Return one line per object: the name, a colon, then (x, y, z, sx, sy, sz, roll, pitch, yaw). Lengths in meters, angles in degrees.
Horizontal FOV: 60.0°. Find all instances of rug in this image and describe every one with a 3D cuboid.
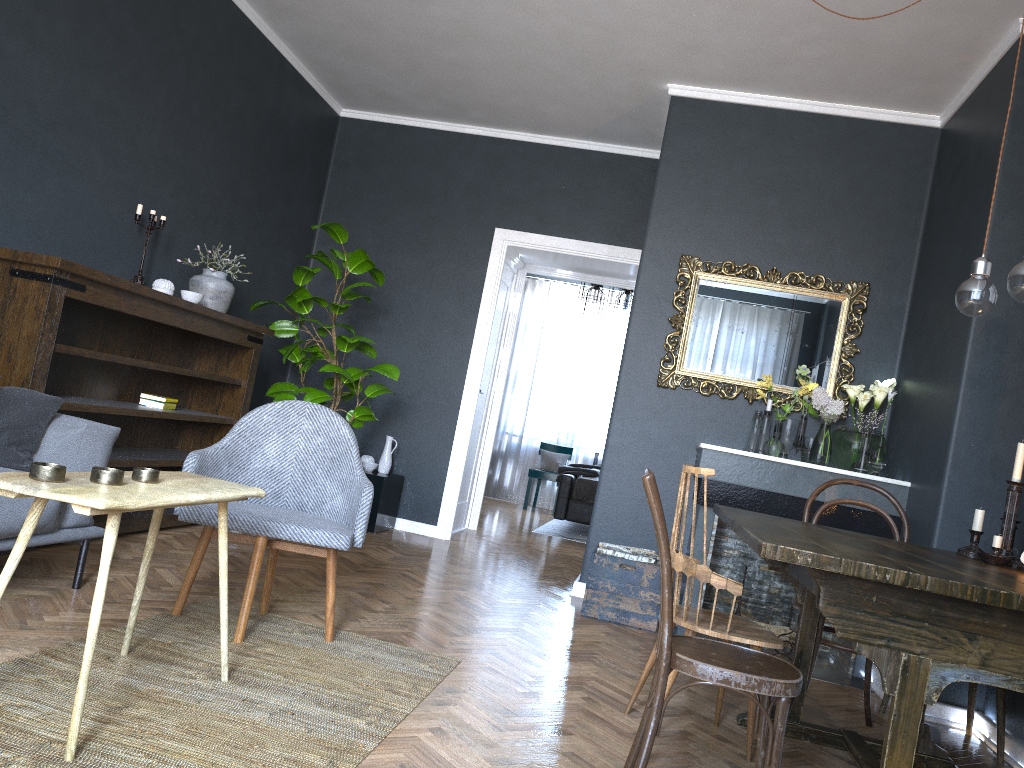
rug: (-0.829, 0.825, 2.301, 1.003, 0.013, 2.013, 10, -3, 10)
rug: (1.046, 1.546, 8.844, 1.457, 0.013, 2.047, 10, -3, 10)

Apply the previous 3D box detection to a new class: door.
door: (-0.259, 0.070, 6.893, 0.162, 2.185, 0.858, 11, -2, 10)

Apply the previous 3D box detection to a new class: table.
table: (1.105, 0.838, 2.444, 1.125, 0.727, 1.606, 10, -3, 10)
table: (1.679, 1.214, 3.442, 0.364, 0.317, 0.370, 10, -3, 10)
table: (-0.966, 0.515, 2.208, 0.339, 0.549, 0.788, 11, -3, 10)

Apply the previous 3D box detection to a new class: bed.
bed: (1.659, 1.071, 8.809, 2.374, 1.161, 2.268, 10, -3, 10)

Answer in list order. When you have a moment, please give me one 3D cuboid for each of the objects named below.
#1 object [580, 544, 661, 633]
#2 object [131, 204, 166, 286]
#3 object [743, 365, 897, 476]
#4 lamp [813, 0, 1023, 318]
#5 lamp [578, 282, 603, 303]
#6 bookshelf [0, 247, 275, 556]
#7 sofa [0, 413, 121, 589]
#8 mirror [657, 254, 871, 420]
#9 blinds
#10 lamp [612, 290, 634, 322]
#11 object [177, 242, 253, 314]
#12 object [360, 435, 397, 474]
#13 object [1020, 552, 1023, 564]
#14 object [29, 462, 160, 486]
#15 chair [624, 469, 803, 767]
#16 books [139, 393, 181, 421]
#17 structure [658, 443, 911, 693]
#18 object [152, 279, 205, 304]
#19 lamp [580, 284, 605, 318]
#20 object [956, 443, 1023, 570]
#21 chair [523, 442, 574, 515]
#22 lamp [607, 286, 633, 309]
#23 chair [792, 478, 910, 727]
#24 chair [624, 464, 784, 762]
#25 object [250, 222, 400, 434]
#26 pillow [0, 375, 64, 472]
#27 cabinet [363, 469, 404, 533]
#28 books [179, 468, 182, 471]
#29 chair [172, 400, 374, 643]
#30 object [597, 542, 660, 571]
object: (0.603, 1.066, 4.708, 0.383, 0.326, 0.553, 10, -3, 10)
object: (-1.852, -0.673, 4.434, 0.130, 0.437, 0.145, 13, -3, -44)
object: (1.640, 0.165, 4.680, 0.726, 0.546, 0.475, 10, -3, 13)
lamp: (0.917, -1.066, 2.798, 1.589, 1.573, 0.584, 9, -3, 41)
lamp: (0.842, -1.190, 8.914, 0.210, 0.713, 0.210, 10, -2, 24)
bookshelf: (-1.893, 0.135, 4.342, 0.450, 1.171, 1.921, 11, -3, 10)
sofa: (-2.042, 0.178, 2.198, 0.969, 0.797, 2.343, 11, -3, 10)
mirror: (1.399, -0.273, 4.963, 1.056, 0.784, 0.067, 10, -2, 10)
blinds: (1.231, 0.263, 10.840, 3.990, 2.787, 0.313, 10, -2, 10)
lamp: (1.256, -1.053, 9.545, 0.210, 0.746, 0.210, 10, -2, 24)
object: (-1.649, -0.595, 4.894, 0.386, 0.412, 0.275, 12, -3, -12)
object: (-0.970, 0.478, 6.217, 0.228, 0.268, 0.229, 9, -4, 44)
object: (1.563, 0.523, 2.473, 0.252, 0.072, 0.254, 10, -3, 17)
object: (-0.959, 0.215, 2.091, 0.103, 0.033, 0.369, 10, -3, 21)
chair: (0.487, 0.658, 2.214, 0.466, 0.819, 0.363, 11, -2, 10)
books: (-1.859, 0.122, 4.700, 0.174, 0.113, 0.197, 11, -3, -1)
structure: (1.359, 0.880, 4.514, 1.065, 0.980, 0.835, 11, -3, 10)
object: (-1.714, -0.469, 4.554, 0.256, 0.103, 0.118, 12, -3, -25)
lamp: (0.899, -1.107, 9.295, 0.210, 0.804, 0.210, 10, -2, 24)
object: (1.650, 0.390, 2.939, 0.223, 0.419, 0.368, 11, -3, 11)
chair: (0.435, 1.109, 10.494, 0.435, 0.798, 0.593, 11, -3, 10)
lamp: (1.095, -1.126, 8.573, 0.210, 0.769, 0.210, 10, -2, 24)
chair: (1.261, 0.815, 3.275, 0.437, 0.920, 0.550, 10, -2, 13)
chair: (0.649, 0.710, 2.848, 0.384, 0.856, 0.456, 11, -2, -5)
object: (-1.201, -0.031, 5.525, 1.118, 1.898, 0.764, 11, -2, 4)
pillow: (-1.854, 0.066, 2.808, 0.442, 0.361, 0.799, 10, -3, 28)
cabinet: (-1.163, 0.775, 6.195, 0.650, 0.390, 0.457, 10, -3, 10)
books: (-1.867, 0.592, 5.143, 0.179, 0.193, 0.123, 10, -3, 13)
chair: (-0.842, 0.454, 3.139, 0.645, 0.810, 0.495, 11, -2, -12)
object: (0.622, 0.992, 4.711, 0.369, 0.246, 0.533, 10, -3, 10)
